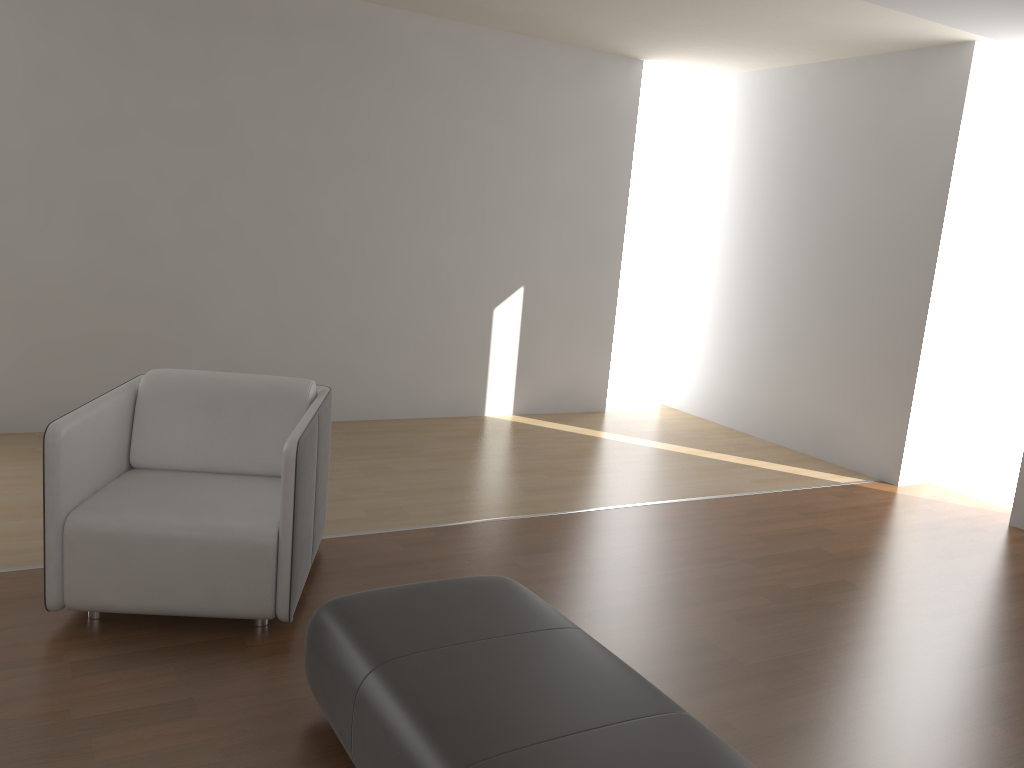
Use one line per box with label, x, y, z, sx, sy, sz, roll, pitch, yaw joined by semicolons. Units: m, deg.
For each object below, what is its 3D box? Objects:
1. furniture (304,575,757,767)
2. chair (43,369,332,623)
furniture;0.029;0.830;2.067;0.685;0.301;1.291;-1;12;-30
chair;-1.089;0.345;3.181;0.767;0.661;0.919;4;10;-5
